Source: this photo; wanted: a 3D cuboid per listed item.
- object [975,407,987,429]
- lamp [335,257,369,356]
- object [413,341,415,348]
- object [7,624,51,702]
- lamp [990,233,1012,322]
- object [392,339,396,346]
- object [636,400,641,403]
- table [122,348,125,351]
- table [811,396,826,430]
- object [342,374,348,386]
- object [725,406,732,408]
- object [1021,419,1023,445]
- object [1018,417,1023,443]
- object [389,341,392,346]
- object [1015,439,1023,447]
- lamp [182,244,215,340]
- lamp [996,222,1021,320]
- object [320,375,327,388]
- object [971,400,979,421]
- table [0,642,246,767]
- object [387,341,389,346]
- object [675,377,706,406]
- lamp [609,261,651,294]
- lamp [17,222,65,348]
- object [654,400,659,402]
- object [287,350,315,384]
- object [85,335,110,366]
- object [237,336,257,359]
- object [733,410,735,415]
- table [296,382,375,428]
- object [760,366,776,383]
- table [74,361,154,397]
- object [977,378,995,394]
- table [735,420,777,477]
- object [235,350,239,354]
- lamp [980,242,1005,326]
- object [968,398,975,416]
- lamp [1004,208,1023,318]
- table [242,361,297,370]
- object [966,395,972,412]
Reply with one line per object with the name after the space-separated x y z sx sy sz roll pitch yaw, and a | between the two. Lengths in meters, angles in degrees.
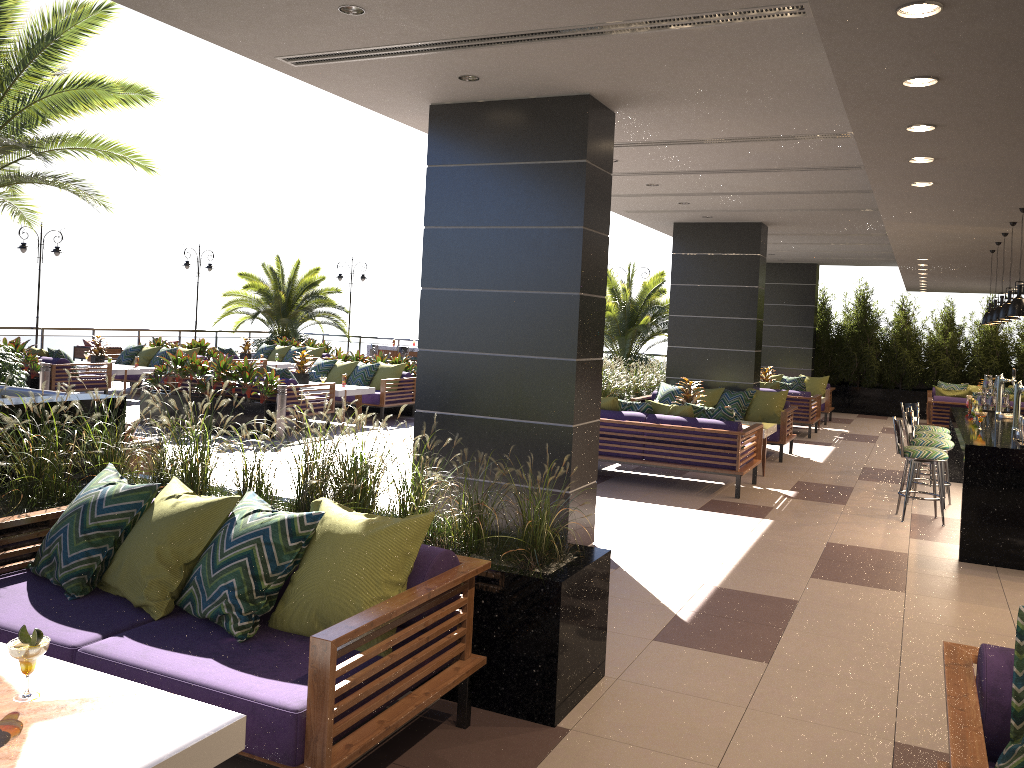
4.263 0.312 8.052 0.105 0.197 0.106 2 2 -37 | object
-4.687 -2.008 25.566 1.123 3.326 0.264 3 1 25 | lamp
-2.491 -1.014 22.520 0.069 0.181 0.069 3 1 -3 | object
-1.341 0.770 2.453 0.105 0.197 0.106 2 2 -37 | object
4.771 -1.034 8.597 0.162 0.864 0.163 3 1 -23 | lamp
-3.038 -1.063 22.770 0.067 0.189 0.085 2 1 -40 | object
1.584 0.309 11.103 0.069 0.211 0.069 3 1 8 | object
-8.960 -0.522 20.851 0.756 0.589 0.740 4 3 25 | table
4.741 0.468 16.587 2.040 0.553 0.941 5 3 25 | table
-2.586 -0.063 13.660 0.067 0.189 0.085 2 1 -35 | object
2.733 0.368 11.218 0.067 0.189 0.085 2 1 -40 | object
3.959 0.378 6.787 0.105 0.209 0.105 3 1 30 | object
4.068 0.368 7.010 0.105 0.209 0.105 3 1 30 | object
-3.181 -1.010 23.223 0.105 0.209 0.105 3 1 0 | object
4.079 0.474 6.866 0.273 0.018 0.437 5 4 25 | object
-8.273 -2.024 23.237 0.264 3.326 1.121 3 1 25 | lamp
4.409 -0.998 7.819 0.162 0.864 0.163 3 1 -23 | lamp
-2.809 -0.043 13.164 0.105 0.197 0.106 2 1 -32 | object
4.681 0.263 8.949 0.069 0.211 0.069 3 1 8 | object
-1.856 1.123 2.415 2.040 0.553 0.941 5 3 25 | table
-3.254 -1.020 23.323 0.105 0.209 0.105 3 1 0 | object
2.216 0.183 11.100 0.431 0.526 0.424 4 2 37 | object
2.865 -1.392 22.044 1.123 3.326 0.264 3 1 25 | lamp
-10.209 -1.832 19.080 0.264 3.326 1.121 3 1 25 | lamp
1.896 0.302 11.647 0.069 0.181 0.069 3 1 8 | object
-3.229 -0.262 13.654 0.431 0.526 0.424 4 2 42 | object
-7.264 -0.591 15.530 0.429 0.526 0.426 2 2 -33 | object
-5.718 -0.754 18.986 0.424 0.526 0.431 1 2 -38 | object
2.628 0.399 10.643 0.105 0.197 0.106 2 2 -37 | object
-3.245 0.275 13.681 2.040 0.553 0.941 5 3 25 | table
4.767 -0.071 16.586 0.431 0.526 0.424 4 2 42 | object
-7.290 -0.055 15.567 2.040 0.553 0.941 5 3 25 | table
8.835 0.144 16.375 0.431 0.526 0.424 4 2 42 | object
2.193 0.721 11.113 2.040 0.553 0.941 5 3 25 | table
-6.094 -0.648 19.555 0.105 0.197 0.106 2 1 -32 | object
5.320 -1.089 9.777 0.193 0.863 1.081 3 2 25 | lamp
4.964 0.245 9.567 0.084 0.189 0.067 2 1 -40 | object
4.035 -0.961 7.015 0.162 0.864 0.163 3 1 -23 | lamp
-5.685 -0.214 19.015 2.040 0.553 0.941 5 3 25 | table
5.223 0.224 10.114 0.069 0.181 0.069 3 1 -3 | object
